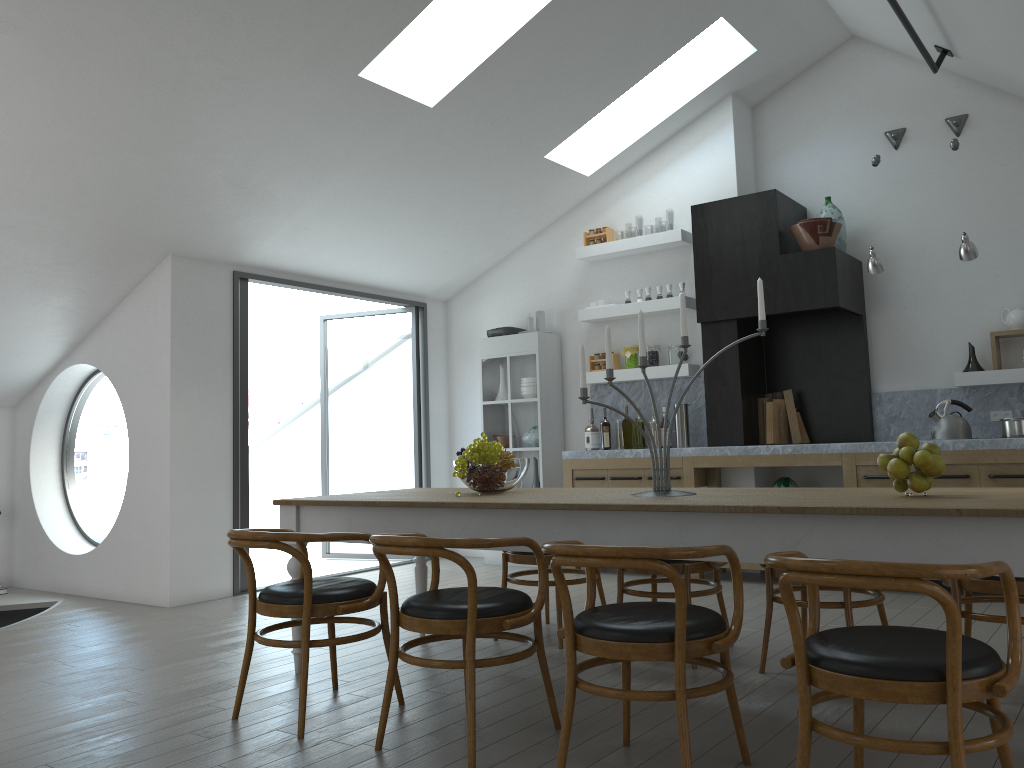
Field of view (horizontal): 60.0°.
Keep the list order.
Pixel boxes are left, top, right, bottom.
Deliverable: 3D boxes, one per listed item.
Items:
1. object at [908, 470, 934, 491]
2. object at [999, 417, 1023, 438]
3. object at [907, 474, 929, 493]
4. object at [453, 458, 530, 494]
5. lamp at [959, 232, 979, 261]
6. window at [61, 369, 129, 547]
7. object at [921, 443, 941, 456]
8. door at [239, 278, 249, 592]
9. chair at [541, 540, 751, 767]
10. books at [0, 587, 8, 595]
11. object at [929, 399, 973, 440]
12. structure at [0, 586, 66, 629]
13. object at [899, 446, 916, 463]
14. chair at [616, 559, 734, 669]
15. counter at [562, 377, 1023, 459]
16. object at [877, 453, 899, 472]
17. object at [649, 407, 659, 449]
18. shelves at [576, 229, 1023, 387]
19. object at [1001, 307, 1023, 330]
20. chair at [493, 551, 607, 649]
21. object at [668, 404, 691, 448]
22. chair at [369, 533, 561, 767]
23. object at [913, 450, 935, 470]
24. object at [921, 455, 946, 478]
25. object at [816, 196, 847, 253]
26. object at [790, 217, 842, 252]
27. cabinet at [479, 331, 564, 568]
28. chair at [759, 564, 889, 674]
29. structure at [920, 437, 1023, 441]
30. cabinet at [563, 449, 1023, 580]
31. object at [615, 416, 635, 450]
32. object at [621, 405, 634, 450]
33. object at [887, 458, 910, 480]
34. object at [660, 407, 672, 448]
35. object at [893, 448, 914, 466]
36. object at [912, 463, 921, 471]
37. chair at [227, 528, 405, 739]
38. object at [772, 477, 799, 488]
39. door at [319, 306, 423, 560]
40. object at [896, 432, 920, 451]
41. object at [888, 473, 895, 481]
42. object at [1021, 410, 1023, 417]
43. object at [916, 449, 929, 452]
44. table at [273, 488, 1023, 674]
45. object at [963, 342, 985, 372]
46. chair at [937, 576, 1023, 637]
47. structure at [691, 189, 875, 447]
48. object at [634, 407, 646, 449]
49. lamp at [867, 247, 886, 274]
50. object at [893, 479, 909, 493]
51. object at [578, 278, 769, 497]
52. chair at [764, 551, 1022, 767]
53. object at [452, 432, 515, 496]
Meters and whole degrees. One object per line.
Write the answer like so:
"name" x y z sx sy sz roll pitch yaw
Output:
"object" 1.384 0.325 3.001 0.078 0.074 0.080 -1 -5 -9
"object" 3.285 0.267 5.571 0.394 0.171 0.232 -3 -5 16
"object" 1.346 0.329 2.938 0.063 0.064 0.063 3 -7 -43
"object" -0.092 0.429 4.124 0.360 0.160 0.359 -3 -5 16
"lamp" 2.902 -0.869 5.638 0.112 0.177 0.168 -5 -6 28
"window" -3.190 0.578 7.112 1.468 1.475 0.104 -5 -7 36
"object" 1.424 0.230 3.015 0.062 0.060 0.062 -6 -6 36
"door" -2.443 0.401 6.995 1.050 2.354 0.080 -6 -7 36
"chair" 0.390 0.822 2.649 0.526 0.737 0.620 -5 -6 31
"books" -4.206 1.624 6.892 0.387 0.042 0.365 -5 -5 36
"object" 2.893 0.235 5.852 0.246 0.268 0.246 3 -7 -44
"structure" -5.445 1.927 5.419 4.709 0.695 4.696 -1 -4 -9
"object" 1.320 0.236 2.955 0.058 0.057 0.053 2 -6 -39
"chair" 0.795 0.932 4.352 0.526 0.737 0.620 -5 -6 32
"counter" 3.339 0.097 5.722 6.566 0.621 0.960 -5 -6 36
"object" 1.282 0.267 3.018 0.072 0.064 0.071 -5 -6 29
"object" 1.126 0.350 7.019 0.085 0.332 0.085 -7 -8 44
"shelves" 3.032 -0.660 6.279 5.543 1.366 0.479 -4 -6 30
"object" 3.489 -0.448 6.118 0.168 0.169 0.174 -4 -5 19
"chair" 0.244 0.984 4.823 0.526 0.737 0.620 -6 -6 36
"object" 1.315 0.327 6.930 0.164 0.340 0.114 -6 -7 39
"chair" -0.189 0.872 3.086 0.526 0.737 0.620 -6 -6 36
"object" 1.349 0.248 2.905 0.062 0.064 0.062 -2 -5 -2
"object" 1.395 0.272 2.939 0.077 0.077 0.076 -2 -5 3
"object" 2.442 -1.189 6.803 0.231 0.505 0.230 -1 -6 -13
"object" 2.240 -1.067 6.535 0.366 0.237 0.347 2 -6 -36
"cabinet" 0.095 0.571 7.818 0.641 1.996 0.360 -6 -7 35
"chair" 1.418 0.884 3.977 0.526 0.737 0.620 -6 -7 39
"structure" 3.101 0.376 5.788 0.736 0.041 0.646 -5 -5 36
"cabinet" 3.293 0.919 5.664 6.419 1.025 1.002 -5 -6 36
"object" 0.937 0.392 7.262 0.183 0.287 0.184 1 -6 -30
"object" 0.917 0.350 7.062 0.092 0.360 0.092 -1 -6 -10
"object" 1.289 0.283 2.954 0.070 0.072 0.071 -2 -5 0
"object" 1.224 0.349 7.070 0.081 0.330 0.081 1 -6 -27
"object" 1.347 0.250 3.050 0.072 0.071 0.066 -2 -5 5
"object" 1.406 0.277 3.038 0.062 0.060 0.062 -6 -6 40
"chair" -0.801 0.921 3.477 0.526 0.737 0.620 -6 -7 39
"object" 2.090 0.960 6.745 0.231 0.500 0.230 -1 -6 -13
"door" -1.352 0.470 8.451 1.050 2.354 0.080 -4 -6 21
"object" 1.343 0.200 3.006 0.072 0.074 0.072 -5 -6 36
"object" 1.325 0.306 3.050 0.059 0.056 0.059 -5 -6 30
"object" 3.240 0.248 5.647 0.051 0.167 0.235 -5 -6 31
"object" 1.381 0.245 2.985 0.053 0.051 0.053 -2 -5 7
"table" 0.541 0.847 3.557 3.344 0.801 1.017 -5 -6 36
"object" 3.252 -0.189 6.259 0.156 0.219 0.155 -3 -6 17
"chair" 1.997 0.834 3.547 0.526 0.737 0.620 -5 -6 32
"structure" 2.061 -0.482 6.809 1.074 1.890 0.779 -6 -7 36
"object" 1.022 0.355 7.119 0.092 0.340 0.091 2 -7 -36
"lamp" 2.437 -0.825 5.978 0.164 0.179 0.115 2 -6 -36
"object" 1.317 0.342 3.000 0.051 0.050 0.049 -6 -6 39
"object" 0.655 0.004 3.553 0.774 0.878 0.265 -3 -6 10
"chair" 0.934 0.770 2.173 0.526 0.737 0.620 -6 -7 39
"object" -0.121 0.367 4.119 0.292 0.285 0.392 -2 -5 0
